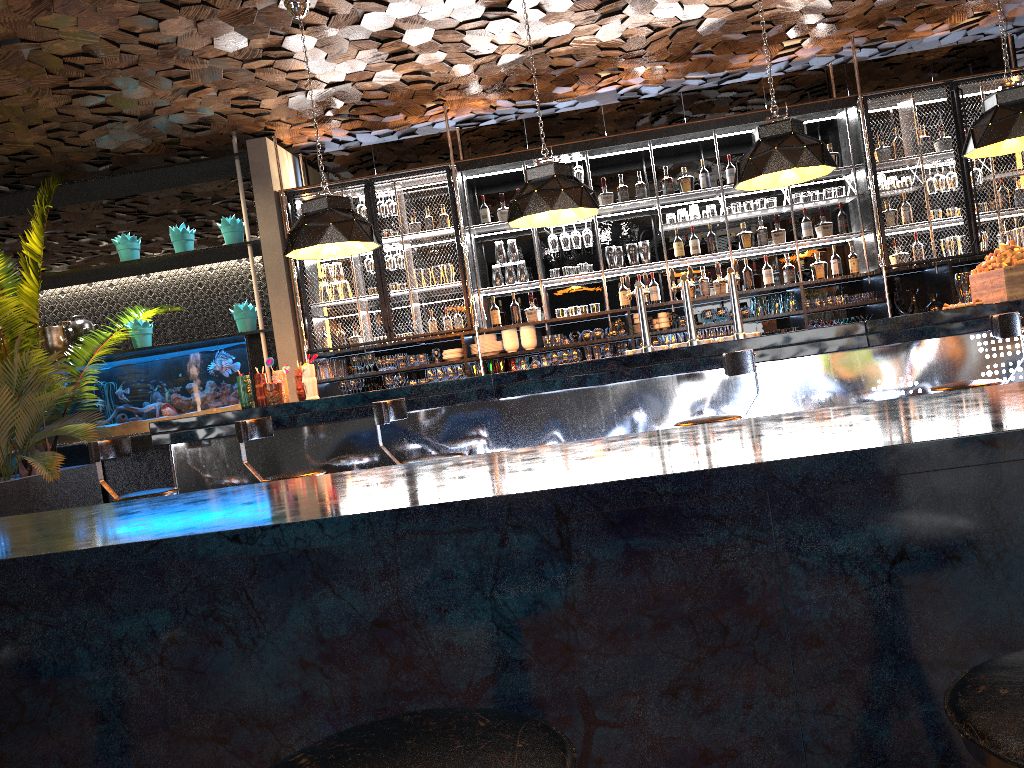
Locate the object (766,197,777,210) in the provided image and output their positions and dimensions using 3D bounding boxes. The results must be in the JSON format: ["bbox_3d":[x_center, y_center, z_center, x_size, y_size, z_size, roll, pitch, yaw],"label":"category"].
[{"bbox_3d":[2.298,-1.595,7.842,0.089,0.092,0.089,-9,1,-40],"label":"object"}]

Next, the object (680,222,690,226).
[{"bbox_3d":[1.562,-1.493,8.045,0.089,0.092,0.089,-8,1,31],"label":"object"}]

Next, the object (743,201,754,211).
[{"bbox_3d":[2.097,-1.566,7.853,0.089,0.092,0.089,-9,1,-31],"label":"object"}]

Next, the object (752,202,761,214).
[{"bbox_3d":[2.190,-1.581,7.963,0.089,0.092,0.089,-8,1,5],"label":"object"}]

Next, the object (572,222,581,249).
[{"bbox_3d":[0.584,-1.366,8.129,0.092,0.244,0.092,-9,1,-34],"label":"object"}]

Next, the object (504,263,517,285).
[{"bbox_3d":[-0.016,-1.000,8.114,0.105,0.209,0.105,-9,1,-39],"label":"object"}]

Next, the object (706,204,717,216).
[{"bbox_3d":[1.770,-1.540,7.874,0.089,0.092,0.089,-8,1,-4],"label":"object"}]

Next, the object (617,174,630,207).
[{"bbox_3d":[0.997,-1.748,8.004,0.083,0.282,0.083,-8,1,-9],"label":"object"}]

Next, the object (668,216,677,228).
[{"bbox_3d":[1.456,-1.478,8.068,0.089,0.092,0.089,-8,1,-22],"label":"object"}]

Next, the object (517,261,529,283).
[{"bbox_3d":[0.096,-1.016,8.091,0.105,0.209,0.105,-9,1,-39],"label":"object"}]

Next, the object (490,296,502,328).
[{"bbox_3d":[-0.156,-0.657,8.152,0.086,0.299,0.086,-9,1,-35],"label":"object"}]

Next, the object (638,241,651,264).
[{"bbox_3d":[1.193,-1.170,7.942,0.105,0.209,0.105,-9,1,-39],"label":"object"}]

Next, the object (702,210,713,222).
[{"bbox_3d":[1.763,-1.521,8.015,0.089,0.092,0.089,-8,1,-5],"label":"object"}]

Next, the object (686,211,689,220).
[{"bbox_3d":[1.560,-1.513,8.045,0.089,0.092,0.089,-8,1,31],"label":"object"}]

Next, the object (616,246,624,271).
[{"bbox_3d":[0.971,-1.140,8.077,0.105,0.209,0.105,-9,1,-39],"label":"object"}]

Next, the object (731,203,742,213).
[{"bbox_3d":[1.987,-1.551,7.852,0.089,0.092,0.089,-8,1,-22],"label":"object"}]

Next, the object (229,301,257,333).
[{"bbox_3d":[-2.494,-0.621,8.291,0.265,0.325,0.245,-8,1,-1],"label":"object"}]

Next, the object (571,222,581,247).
[{"bbox_3d":[0.568,-1.361,7.965,0.092,0.244,0.092,-9,1,-34],"label":"object"}]

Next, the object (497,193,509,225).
[{"bbox_3d":[-0.077,-1.601,8.099,0.123,0.279,0.123,-8,1,-6],"label":"object"}]

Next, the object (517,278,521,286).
[{"bbox_3d":[0.093,-1.017,8.202,0.105,0.209,0.105,-9,1,-39],"label":"object"}]

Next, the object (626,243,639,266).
[{"bbox_3d":[1.089,-1.156,7.976,0.105,0.209,0.105,-9,1,-39],"label":"object"}]

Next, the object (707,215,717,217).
[{"bbox_3d":[1.773,-1.520,7.874,0.089,0.092,0.089,-8,1,31],"label":"object"}]

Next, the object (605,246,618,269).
[{"bbox_3d":[0.898,-1.128,7.968,0.105,0.209,0.105,-9,1,-39],"label":"object"}]

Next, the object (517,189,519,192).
[{"bbox_3d":[0.075,-1.634,8.100,0.086,0.299,0.086,-9,1,-35],"label":"object"}]

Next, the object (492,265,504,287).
[{"bbox_3d":[-0.134,-0.984,8.125,0.105,0.209,0.105,-9,1,-39],"label":"object"}]

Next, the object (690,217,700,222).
[{"bbox_3d":[1.633,-1.501,7.918,0.089,0.092,0.089,-8,1,-5],"label":"object"}]

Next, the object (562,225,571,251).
[{"bbox_3d":[0.486,-1.352,8.139,0.092,0.244,0.092,-9,1,-34],"label":"object"}]

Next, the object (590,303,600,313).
[{"bbox_3d":[0.752,-0.679,8.017,0.089,0.092,0.089,-8,1,16],"label":"object"}]

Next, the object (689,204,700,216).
[{"bbox_3d":[1.626,-1.549,7.917,0.089,0.092,0.089,-8,1,1],"label":"object"}]

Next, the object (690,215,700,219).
[{"bbox_3d":[1.630,-1.523,7.917,0.089,0.092,0.089,-8,1,-5],"label":"object"}]

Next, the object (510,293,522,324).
[{"bbox_3d":[0.030,-0.683,8.102,0.086,0.297,0.086,-7,1,40],"label":"object"}]

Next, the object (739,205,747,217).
[{"bbox_3d":[2.080,-1.566,8.013,0.089,0.092,0.089,-7,1,45],"label":"object"}]

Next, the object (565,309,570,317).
[{"bbox_3d":[0.534,-0.651,8.188,0.089,0.092,0.089,-8,1,-22],"label":"object"}]

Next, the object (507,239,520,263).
[{"bbox_3d":[0.009,-1.215,8.114,0.105,0.209,0.105,-9,1,-39],"label":"object"}]

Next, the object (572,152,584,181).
[{"bbox_3d":[0.590,-1.943,7.947,0.092,0.244,0.092,-9,1,-34],"label":"object"}]

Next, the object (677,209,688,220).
[{"bbox_3d":[1.513,-1.504,7.891,0.089,0.092,0.089,-9,1,-42],"label":"object"}]

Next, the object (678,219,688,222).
[{"bbox_3d":[1.516,-1.484,7.891,0.089,0.092,0.089,-8,1,-22],"label":"object"}]

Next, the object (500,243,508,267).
[{"bbox_3d":[-0.101,-1.201,8.228,0.105,0.209,0.105,-9,1,-39],"label":"object"}]

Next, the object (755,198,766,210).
[{"bbox_3d":[2.198,-1.580,7.818,0.089,0.092,0.089,-9,1,-31],"label":"object"}]

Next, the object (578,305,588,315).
[{"bbox_3d":[0.654,-0.667,8.090,0.089,0.092,0.089,-8,1,16],"label":"object"}]

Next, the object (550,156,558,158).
[{"bbox_3d":[0.390,-1.915,7.967,0.092,0.244,0.092,-9,1,-34],"label":"object"}]

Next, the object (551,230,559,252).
[{"bbox_3d":[0.378,-1.337,8.150,0.092,0.244,0.092,-9,1,-34],"label":"object"}]

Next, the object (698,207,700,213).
[{"bbox_3d":[1.662,-1.556,8.058,0.089,0.092,0.089,-8,1,31],"label":"object"}]

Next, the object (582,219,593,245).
[{"bbox_3d":[0.670,-1.376,7.954,0.092,0.244,0.092,-9,1,-34],"label":"object"}]

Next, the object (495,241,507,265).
[{"bbox_3d":[-0.106,-1.199,8.116,0.105,0.209,0.105,-9,1,-39],"label":"object"}]

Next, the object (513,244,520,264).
[{"bbox_3d":[0.014,-1.217,8.205,0.105,0.209,0.105,-9,1,-39],"label":"object"}]

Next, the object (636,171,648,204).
[{"bbox_3d":[1.161,-1.771,7.988,0.083,0.282,0.083,-8,1,21],"label":"object"}]

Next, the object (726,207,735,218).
[{"bbox_3d":[1.980,-1.552,8.017,0.089,0.092,0.089,-9,1,-42],"label":"object"}]

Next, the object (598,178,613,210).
[{"bbox_3d":[0.843,-1.724,8.021,0.123,0.279,0.123,-8,1,-6],"label":"object"}]

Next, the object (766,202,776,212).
[{"bbox_3d":[2.336,-1.602,7.978,0.089,0.092,0.089,-8,1,-20],"label":"object"}]

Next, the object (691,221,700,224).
[{"bbox_3d":[1.668,-1.508,8.059,0.089,0.092,0.089,-8,1,31],"label":"object"}]

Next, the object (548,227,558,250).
[{"bbox_3d":[0.362,-1.332,7.986,0.092,0.244,0.092,-9,1,-34],"label":"object"}]

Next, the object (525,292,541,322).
[{"bbox_3d":[0.187,-0.695,8.098,0.123,0.279,0.123,-8,1,19],"label":"object"}]

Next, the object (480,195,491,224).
[{"bbox_3d":[-0.251,-1.588,8.161,0.086,0.298,0.086,-9,1,-35],"label":"object"}]

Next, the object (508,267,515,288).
[{"bbox_3d":[-0.013,-1.002,8.224,0.105,0.209,0.105,-9,1,-39],"label":"object"}]

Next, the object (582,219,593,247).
[{"bbox_3d":[0.686,-1.380,8.119,0.092,0.244,0.092,-9,1,-34],"label":"object"}]

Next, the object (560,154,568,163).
[{"bbox_3d":[0.488,-1.929,7.957,0.092,0.244,0.092,-9,1,-34],"label":"object"}]

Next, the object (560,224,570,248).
[{"bbox_3d":[0.470,-1.348,7.975,0.092,0.244,0.092,-9,1,-34],"label":"object"}]

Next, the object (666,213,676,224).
[{"bbox_3d":[1.417,-1.470,7.907,0.089,0.092,0.089,-8,1,31],"label":"object"}]
